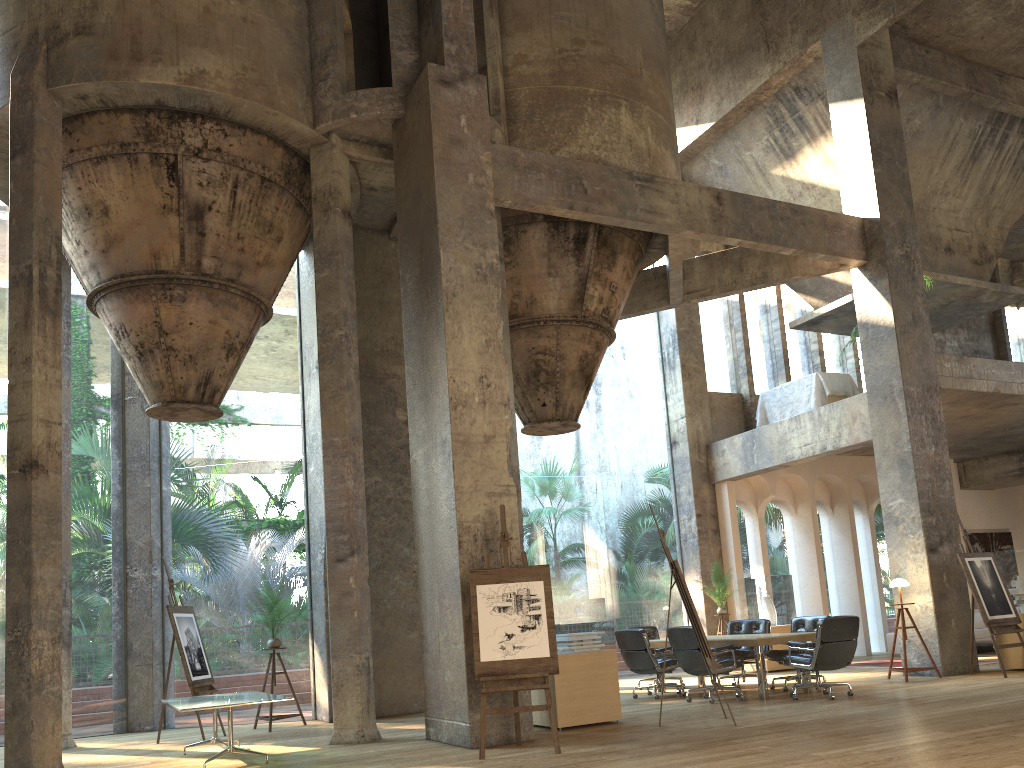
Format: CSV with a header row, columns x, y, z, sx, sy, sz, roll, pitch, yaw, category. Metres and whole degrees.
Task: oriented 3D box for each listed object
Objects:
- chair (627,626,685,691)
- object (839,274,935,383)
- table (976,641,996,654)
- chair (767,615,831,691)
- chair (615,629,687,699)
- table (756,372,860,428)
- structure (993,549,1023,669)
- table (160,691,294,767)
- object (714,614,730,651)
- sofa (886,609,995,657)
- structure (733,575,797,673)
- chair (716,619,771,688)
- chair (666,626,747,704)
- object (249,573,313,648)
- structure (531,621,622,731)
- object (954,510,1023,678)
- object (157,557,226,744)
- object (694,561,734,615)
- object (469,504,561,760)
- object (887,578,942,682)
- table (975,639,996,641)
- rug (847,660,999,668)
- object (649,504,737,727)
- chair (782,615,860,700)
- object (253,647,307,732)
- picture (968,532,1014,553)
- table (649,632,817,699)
x,y,z,sx,sy,sz,roll,pitch,yaw,category
2.090,3.898,12.543,0.731,0.873,0.839,3,-14,-32,chair
5.835,-0.657,13.496,1.355,1.770,1.435,0,-12,-21,object
8.221,4.419,14.763,1.110,0.198,0.810,4,-17,-26,table
3.616,3.394,11.109,0.823,0.873,0.745,3,-13,-33,chair
1.842,3.584,11.337,0.821,0.873,0.746,2,-13,-26,chair
5.082,0.373,15.187,1.115,0.783,1.793,2,-16,-26,table
6.787,2.942,11.495,0.743,1.514,0.606,1,-10,-27,structure
-2.715,3.233,8.246,0.941,0.533,1.918,3,-16,-26,table
3.566,4.373,14.799,0.664,0.951,0.579,-9,-11,26,object
8.502,4.368,15.617,2.927,0.706,2.116,4,-16,-26,sofa
4.224,3.965,14.545,0.743,1.514,0.606,1,-10,-27,structure
3.139,3.670,11.987,0.739,0.873,0.830,-12,-14,36,chair
2.337,3.278,10.351,0.820,0.873,0.747,0,-12,-20,chair
-2.886,2.801,10.893,0.858,0.920,0.704,-3,-11,-6,object
0.574,2.970,9.001,0.736,0.992,0.760,1,-12,-27,structure
5.981,2.620,11.113,0.702,2.101,0.698,1,-10,-28,object
-3.757,3.044,10.117,0.685,2.100,0.716,-4,-9,2,object
3.465,3.471,14.982,0.862,0.919,0.701,4,-14,-36,object
0.009,2.047,7.474,0.701,2.101,0.699,-4,-9,-1,object
4.983,3.158,11.317,0.659,1.269,0.583,1,-11,-27,object
7.890,4.376,14.600,0.370,0.240,0.881,3,-16,-26,table
6.231,4.372,13.732,1.345,0.009,2.524,4,-17,-26,rug
1.650,2.189,8.418,0.685,2.100,0.715,-5,-9,5,object
3.430,3.061,9.851,0.731,0.873,0.839,2,-13,-30,chair
-2.821,3.737,10.823,0.572,0.951,0.672,2,-12,-33,object
10.482,4.096,19.044,1.503,1.734,0.071,2,-10,-27,picture
2.756,3.580,11.214,1.104,0.683,2.470,3,-16,-26,table
